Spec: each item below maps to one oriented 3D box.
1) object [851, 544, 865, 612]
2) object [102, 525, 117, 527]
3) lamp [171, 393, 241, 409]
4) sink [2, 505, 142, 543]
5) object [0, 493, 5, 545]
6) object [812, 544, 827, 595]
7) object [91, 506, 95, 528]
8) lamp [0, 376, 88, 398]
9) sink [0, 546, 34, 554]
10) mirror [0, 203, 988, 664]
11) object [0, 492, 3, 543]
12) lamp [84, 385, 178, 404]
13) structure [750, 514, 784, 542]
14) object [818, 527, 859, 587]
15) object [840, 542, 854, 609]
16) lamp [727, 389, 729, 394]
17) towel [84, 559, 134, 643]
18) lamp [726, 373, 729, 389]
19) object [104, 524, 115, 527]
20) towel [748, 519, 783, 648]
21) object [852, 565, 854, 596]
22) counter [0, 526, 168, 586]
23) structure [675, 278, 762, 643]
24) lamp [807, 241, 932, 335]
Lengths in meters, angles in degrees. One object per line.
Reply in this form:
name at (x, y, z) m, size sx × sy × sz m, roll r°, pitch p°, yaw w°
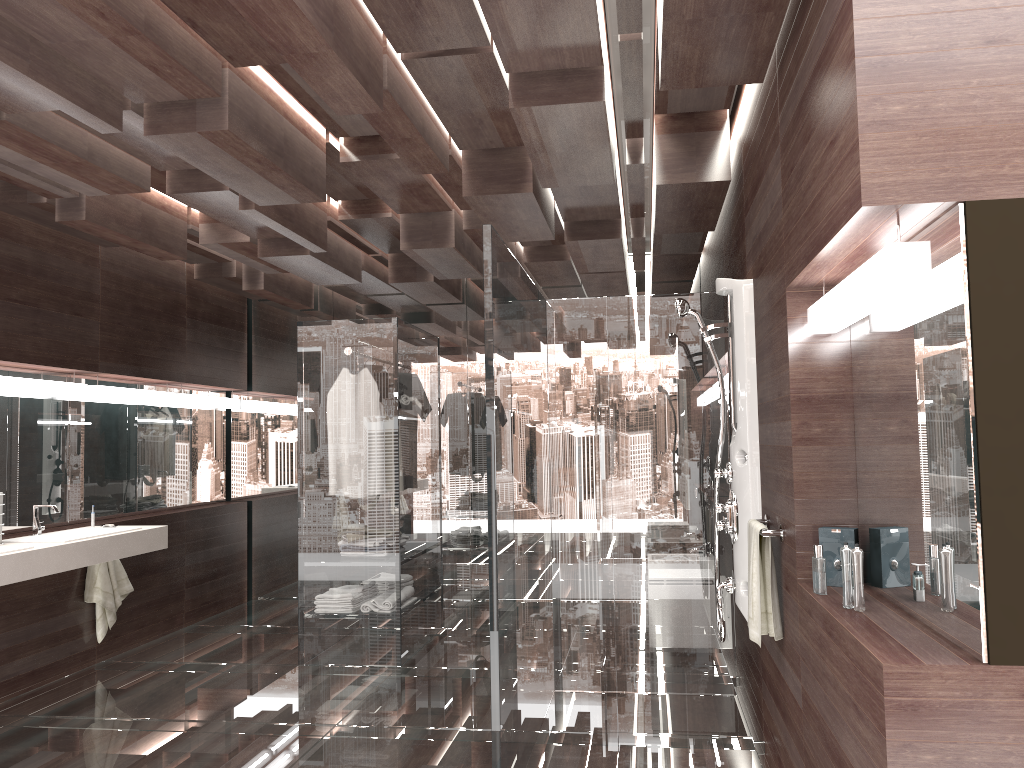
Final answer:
object at (0.896, 0.500, 2.294) m, size 0.030 × 0.172 × 0.033 m, roll -4°, pitch -5°, yaw 39°
object at (-2.327, 0.826, 5.127) m, size 0.108 × 0.011 × 0.065 m, roll -3°, pitch -4°, yaw 30°
lamp at (-2.362, 0.138, 6.902) m, size 0.082 × 0.082 × 0.950 m, roll -2°, pitch -4°, yaw 9°
sink at (-2.361, 0.740, 4.729) m, size 0.427 × 0.193 × 0.681 m, roll -2°, pitch -4°, yaw 9°
object at (-2.554, 0.653, 4.320) m, size 0.145 × 0.261 × 0.136 m, roll 2°, pitch -5°, yaw -38°
object at (0.885, 0.533, 2.555) m, size 0.027 × 0.139 × 0.052 m, roll -1°, pitch -4°, yaw -6°
object at (-2.417, 0.766, 5.115) m, size 0.022 × 0.132 × 0.022 m, roll 2°, pitch -5°, yaw -44°
lamp at (-2.669, 0.013, 4.882) m, size 0.082 × 0.082 × 0.950 m, roll -2°, pitch -4°, yaw 9°
sink at (-2.495, 0.686, 3.842) m, size 0.427 × 0.193 × 0.681 m, roll -2°, pitch -4°, yaw 9°
mirror at (-0.736, 0.304, 4.574) m, size 4.126 × 0.916 × 5.081 m, roll -2°, pitch -4°, yaw 9°
object at (-2.550, 0.654, 4.313) m, size 0.124 × 0.246 × 0.128 m, roll 0°, pitch -4°, yaw -10°
lamp at (-2.513, 0.077, 5.907) m, size 0.082 × 0.082 × 0.950 m, roll -2°, pitch -4°, yaw 9°
structure at (0.918, 0.521, 3.221) m, size 0.071 × 0.061 × 0.455 m, roll -2°, pitch -4°, yaw 9°
object at (0.989, 0.522, 2.679) m, size 0.105 × 0.173 × 0.048 m, roll -4°, pitch -5°, yaw 36°
object at (0.882, 0.503, 2.333) m, size 0.030 × 0.172 × 0.033 m, roll 1°, pitch -4°, yaw -28°
lamp at (1.502, 0.026, 6.322) m, size 0.082 × 0.082 × 0.950 m, roll -2°, pitch -4°, yaw 9°
towel at (-2.400, 1.198, 5.314) m, size 0.156 × 0.678 × 0.368 m, roll -2°, pitch -4°, yaw 8°
lamp at (1.350, -0.036, 5.317) m, size 0.082 × 0.082 × 0.950 m, roll -2°, pitch -4°, yaw 9°
object at (-2.327, 0.819, 5.127) m, size 0.066 × 0.016 × 0.035 m, roll -3°, pitch -4°, yaw 28°
towel at (0.889, 0.709, 3.211) m, size 0.097 × 0.414 × 0.352 m, roll -1°, pitch -4°, yaw 1°
object at (0.942, 0.549, 2.456) m, size 0.027 × 0.093 × 0.078 m, roll -1°, pitch -4°, yaw -3°
counter at (-2.406, 0.843, 4.274) m, size 0.488 × 0.131 × 1.954 m, roll -2°, pitch -4°, yaw 9°
structure at (0.924, 0.330, 3.812) m, size 0.354 × 1.560 × 0.323 m, roll -3°, pitch -4°, yaw 29°
lamp at (0.890, -0.223, 2.291) m, size 0.082 × 0.082 × 0.950 m, roll -2°, pitch -4°, yaw 9°
